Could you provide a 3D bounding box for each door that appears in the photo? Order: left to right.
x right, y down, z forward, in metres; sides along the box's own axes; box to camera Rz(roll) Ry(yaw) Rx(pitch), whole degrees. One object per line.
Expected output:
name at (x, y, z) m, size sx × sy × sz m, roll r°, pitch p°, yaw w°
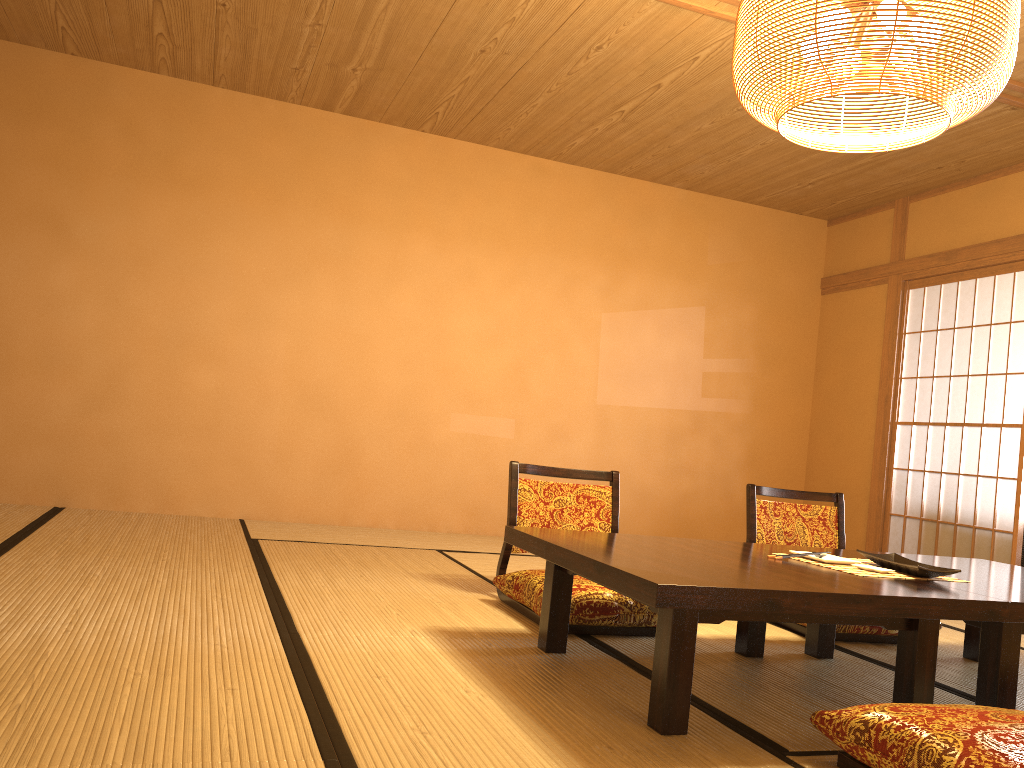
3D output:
door at (2.668, 0.273, 5.330) m, size 0.040 × 1.932 × 0.992 m, roll 7°, pitch -3°, yaw -19°

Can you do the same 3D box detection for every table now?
table at (0.591, 0.673, 2.506) m, size 0.995 × 0.356 × 0.995 m, roll 7°, pitch -4°, yaw -19°
table at (1.524, 0.791, 2.835) m, size 0.995 × 0.356 × 0.995 m, roll 7°, pitch -4°, yaw -19°

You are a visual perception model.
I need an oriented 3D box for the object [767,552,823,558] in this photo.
object at (0.876, 0.522, 2.710) m, size 0.229 × 0.030 × 0.006 m, roll 7°, pitch -3°, yaw -22°

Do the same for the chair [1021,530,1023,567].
chair at (3.393, 0.936, 5.315) m, size 0.873 × 0.778 × 0.944 m, roll 7°, pitch -3°, yaw -19°

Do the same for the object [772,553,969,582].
object at (1.075, 0.554, 2.686) m, size 0.398 × 0.003 × 0.401 m, roll 7°, pitch -4°, yaw -19°

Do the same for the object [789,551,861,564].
object at (0.961, 0.537, 2.731) m, size 0.130 × 0.014 × 0.180 m, roll 7°, pitch -4°, yaw -17°

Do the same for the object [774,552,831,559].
object at (0.886, 0.521, 2.696) m, size 0.229 × 0.030 × 0.006 m, roll 8°, pitch -3°, yaw -27°

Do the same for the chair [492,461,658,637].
chair at (0.294, 0.597, 3.309) m, size 0.583 × 0.546 × 0.699 m, roll 7°, pitch -3°, yaw -20°

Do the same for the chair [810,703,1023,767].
chair at (1.041, 0.574, 1.712) m, size 0.583 × 0.546 × 0.687 m, roll 7°, pitch -3°, yaw -15°

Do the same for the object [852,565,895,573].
object at (1.051, 0.540, 2.580) m, size 0.067 × 0.012 × 0.099 m, roll 9°, pitch -4°, yaw -36°

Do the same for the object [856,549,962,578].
object at (1.177, 0.542, 2.653) m, size 0.129 × 0.039 × 0.349 m, roll 6°, pitch -4°, yaw -6°

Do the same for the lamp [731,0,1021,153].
lamp at (1.098, -1.189, 2.696) m, size 0.798 × 0.825 × 0.799 m, roll 6°, pitch -3°, yaw 5°

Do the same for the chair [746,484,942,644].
chair at (1.311, 0.727, 3.673) m, size 0.583 × 0.546 × 0.687 m, roll 7°, pitch -3°, yaw -15°

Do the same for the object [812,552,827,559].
object at (0.946, 0.530, 2.732) m, size 0.015 × 0.018 × 0.050 m, roll 7°, pitch -4°, yaw -22°
